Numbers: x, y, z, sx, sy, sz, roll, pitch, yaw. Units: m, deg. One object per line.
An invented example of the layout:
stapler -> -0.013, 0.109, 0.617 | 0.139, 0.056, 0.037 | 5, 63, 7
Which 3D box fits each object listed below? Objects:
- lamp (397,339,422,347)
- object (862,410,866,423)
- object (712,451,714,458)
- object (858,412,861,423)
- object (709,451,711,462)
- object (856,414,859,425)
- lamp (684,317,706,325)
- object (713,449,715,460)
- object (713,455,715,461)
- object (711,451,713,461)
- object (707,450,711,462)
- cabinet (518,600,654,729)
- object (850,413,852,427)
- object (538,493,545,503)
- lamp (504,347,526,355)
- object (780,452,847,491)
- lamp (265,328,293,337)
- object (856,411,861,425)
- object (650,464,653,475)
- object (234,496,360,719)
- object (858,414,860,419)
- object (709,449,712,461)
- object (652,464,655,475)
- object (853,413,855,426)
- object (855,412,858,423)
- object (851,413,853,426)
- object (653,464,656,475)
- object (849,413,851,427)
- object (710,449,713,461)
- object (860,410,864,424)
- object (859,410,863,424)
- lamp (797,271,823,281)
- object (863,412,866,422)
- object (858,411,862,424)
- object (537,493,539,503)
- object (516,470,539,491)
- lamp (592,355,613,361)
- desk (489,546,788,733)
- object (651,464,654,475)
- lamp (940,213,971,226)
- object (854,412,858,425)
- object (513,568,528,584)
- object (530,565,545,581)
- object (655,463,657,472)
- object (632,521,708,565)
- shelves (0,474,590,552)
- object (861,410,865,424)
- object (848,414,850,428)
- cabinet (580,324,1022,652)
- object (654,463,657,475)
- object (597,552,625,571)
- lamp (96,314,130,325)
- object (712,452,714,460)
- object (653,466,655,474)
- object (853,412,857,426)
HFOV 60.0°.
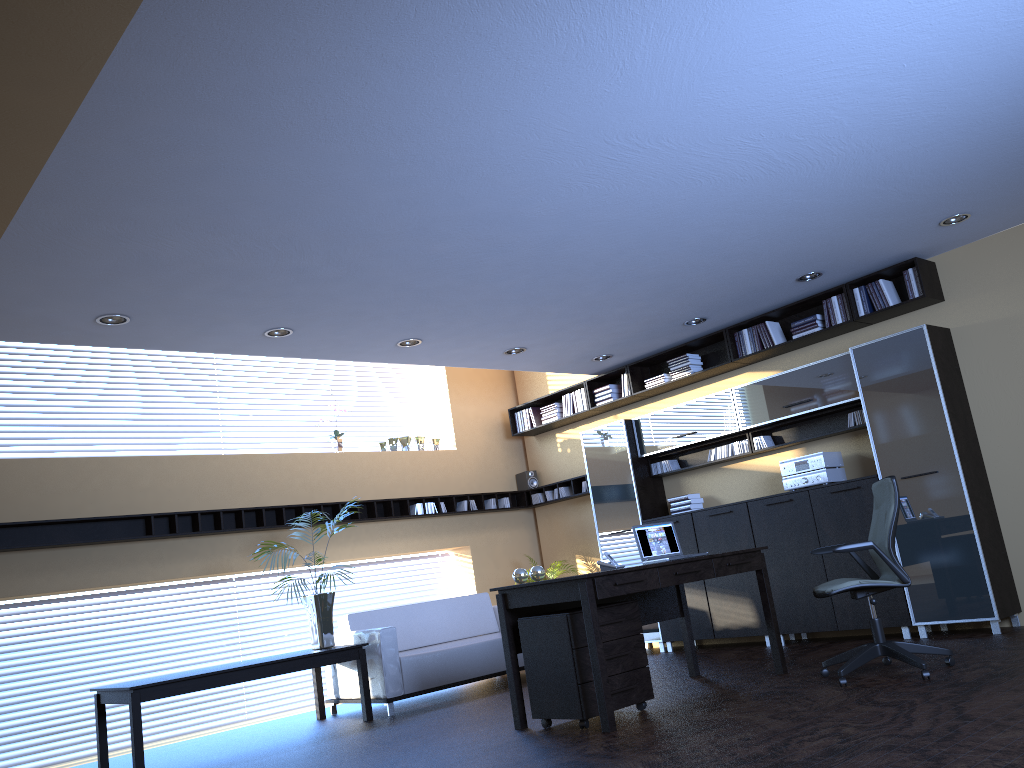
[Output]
lamp -> -0.881, -0.393, 7.569 | 0.209, 0.096, 0.209 | -13, -13, 17
object -> 3.075, 0.282, 7.664 | 0.142, 0.119, 0.009 | 2, -15, -42
object -> 2.047, 0.704, 8.834 | 0.142, 0.112, 0.059 | 2, -16, -42
object -> 3.056, 0.293, 7.699 | 0.142, 0.119, 0.009 | 2, -15, -41
object -> 2.024, 0.715, 8.865 | 0.142, 0.112, 0.059 | 2, -16, -41
object -> 3.039, 0.298, 7.711 | 0.142, 0.119, 0.009 | 2, -15, -42
lamp -> 1.706, -0.626, 8.292 | 0.210, 0.096, 0.208 | -19, -16, 40
object -> 2.051, 0.701, 8.824 | 0.140, 0.109, 0.056 | 2, -16, -41
object -> 2.056, 0.701, 8.829 | 0.142, 0.112, 0.059 | 2, -16, -41
object -> 2.037, 0.706, 8.837 | 0.140, 0.109, 0.056 | 2, -16, -41
object -> 2.010, 0.717, 8.866 | 0.142, 0.112, 0.059 | 2, -16, -42
cabinet -> 0.484, 1.769, 5.619 | 0.634, 0.676, 0.502 | 2, -16, -41
object -> 3.003, 0.314, 7.758 | 0.142, 0.119, 0.030 | 2, -15, -42
object -> 0.390, 1.372, 10.695 | 0.142, 0.118, 0.040 | 2, -16, -42
lamp -> 0.023, -0.352, 8.368 | 0.210, 0.096, 0.208 | -16, -14, 29
object -> 2.672, 0.782, 7.886 | 0.363, 0.280, 0.432 | 2, -16, -41
lamp -> -1.786, -0.433, 6.771 | 0.209, 0.096, 0.209 | -13, -13, 17
object -> 3.039, 0.295, 7.697 | 0.142, 0.119, 0.009 | 2, -15, -42
object -> 1.529, 0.909, 9.412 | 0.142, 0.119, 0.009 | 2, -15, -41
object -> -1.876, 2.064, 8.037 | 1.039, 1.850, 1.907 | -4, -13, -22
object -> 3.041, 0.295, 7.699 | 0.142, 0.123, 0.009 | 2, -15, -41
object -> 2.027, 0.712, 8.855 | 0.142, 0.112, 0.059 | 2, -16, -41
object -> 1.542, 0.904, 9.397 | 0.140, 0.118, 0.006 | 2, -15, -42
object -> 3.015, 0.309, 7.742 | 0.142, 0.119, 0.030 | 2, -15, -42
object -> 3.036, 0.300, 7.721 | 0.142, 0.119, 0.009 | 2, -15, -41
object -> 3.010, 0.312, 7.751 | 0.142, 0.119, 0.030 | 2, -15, -42
object -> 1.554, 0.899, 9.382 | 0.142, 0.119, 0.009 | 2, -15, -41
object -> 2.996, 0.317, 7.766 | 0.142, 0.119, 0.030 | 2, -15, -42
object -> 2.033, 0.709, 8.847 | 0.142, 0.112, 0.059 | 2, -16, -41
object -> 3.062, 0.287, 7.679 | 0.142, 0.119, 0.009 | 2, -15, -42
object -> 3.058, 0.290, 7.688 | 0.142, 0.119, 0.009 | 2, -15, -42
lamp -> 2.484, -0.941, 7.418 | 0.210, 0.096, 0.208 | -19, -16, 40
object -> 3.079, 0.279, 7.655 | 0.142, 0.119, 0.009 | 2, -15, -41
object -> 3.049, 0.290, 7.681 | 0.140, 0.118, 0.006 | 2, -15, -42
object -> 0.367, 1.379, 10.720 | 0.142, 0.119, 0.009 | 2, -15, -42
object -> 0.192, 1.203, 10.936 | 0.159, 0.228, 0.255 | -1, -14, -32
lamp -> 0.928, -0.312, 9.167 | 0.208, 0.096, 0.210 | -3, -13, -24
desk -> 0.922, 1.685, 6.021 | 1.895, 0.886, 0.918 | 2, -16, -41
object -> 1.534, 0.907, 9.404 | 0.142, 0.119, 0.009 | 2, -15, -41
lamp -> 3.262, -1.255, 6.544 | 0.208, 0.096, 0.210 | -3, -13, -24
object -> 3.030, 0.300, 7.716 | 0.140, 0.118, 0.006 | 2, -15, -41
object -> 0.057, 1.285, 5.936 | 0.105, 0.105, 0.106 | -4, -13, -23
object -> 0.171, 1.275, 5.971 | 0.105, 0.105, 0.106 | -4, -13, -23
object -> 1.568, 0.893, 9.368 | 0.140, 0.118, 0.006 | 2, -15, -42
object -> 1.126, 1.115, 6.324 | 0.390, 0.281, 0.324 | -1, -14, -32
shelves -> -1.873, 1.187, 8.442 | 6.625, 0.212, 1.255 | 3, -17, -41
object -> 3.077, 0.285, 7.679 | 0.140, 0.118, 0.006 | 2, -15, -42
object -> 2.987, 0.322, 7.777 | 0.142, 0.118, 0.040 | 2, -16, -42
cabinet -> 2.343, 1.198, 8.299 | 0.490, 2.387, 3.894 | 1, -16, -41
object -> 1.564, 0.896, 9.379 | 0.142, 0.119, 0.009 | 2, -15, -42
object -> 0.672, 1.207, 6.060 | 0.146, 0.126, 0.130 | -16, -14, 32
lamp -> -2.690, -0.474, 5.972 | 0.209, 0.096, 0.209 | 2, -16, -41
object -> 2.047, 0.704, 8.833 | 0.140, 0.109, 0.056 | 2, -16, -42
object -> 1.548, 0.901, 9.390 | 0.140, 0.118, 0.006 | 2, -15, -41
object -> 3.028, 0.303, 7.727 | 0.142, 0.119, 0.009 | 2, -15, -42
